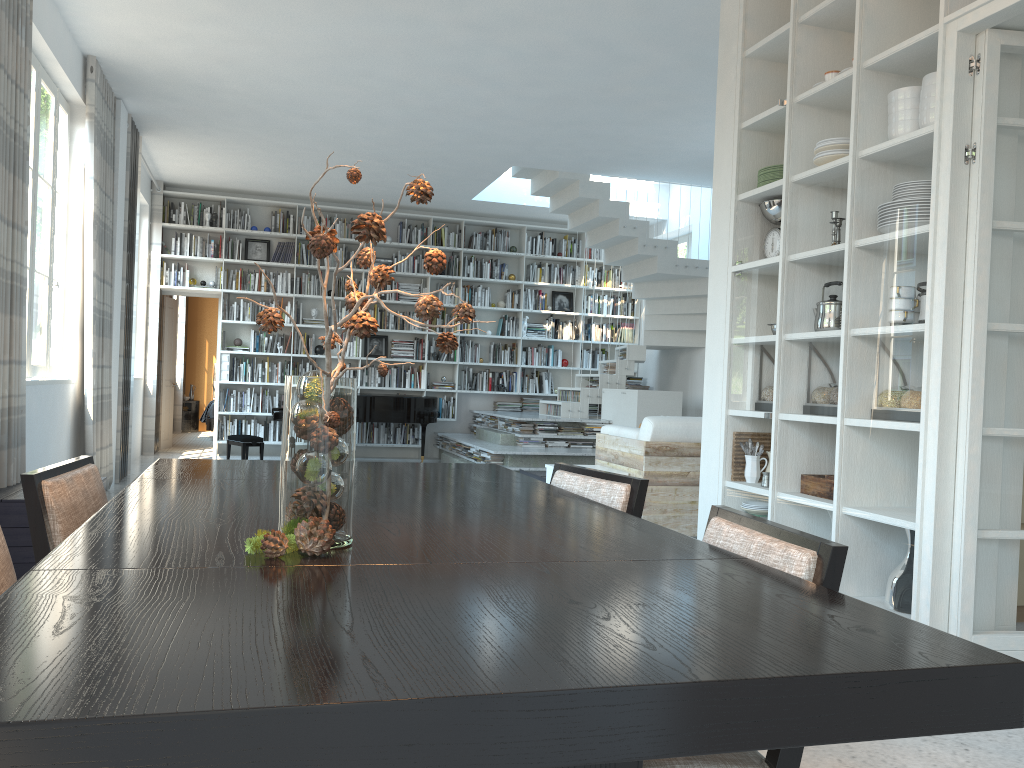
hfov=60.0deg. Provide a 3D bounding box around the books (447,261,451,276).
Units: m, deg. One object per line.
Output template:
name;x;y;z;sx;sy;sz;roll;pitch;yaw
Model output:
books;-0.832;-1.503;11.631;0.019;0.214;0.156;2;0;-16

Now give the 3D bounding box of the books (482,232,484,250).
books;-0.401;-1.873;11.742;0.021;0.256;0.168;2;0;-16

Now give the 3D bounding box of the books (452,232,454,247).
books;-0.790;-1.867;11.611;0.031;0.213;0.169;2;0;-16

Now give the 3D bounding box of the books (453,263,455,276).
books;-0.772;-1.499;11.642;0.013;0.210;0.140;2;0;-16

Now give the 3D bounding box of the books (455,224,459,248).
books;-0.730;-1.923;11.658;0.012;0.330;0.128;2;1;-16

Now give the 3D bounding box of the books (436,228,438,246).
books;-0.986;-1.899;11.563;0.034;0.261;0.157;2;1;-16

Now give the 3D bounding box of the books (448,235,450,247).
books;-0.840;-1.853;11.600;0.022;0.180;0.173;2;0;-16

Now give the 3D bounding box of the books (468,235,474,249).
books;-0.547;-1.853;11.683;0.046;0.206;0.183;2;0;-16

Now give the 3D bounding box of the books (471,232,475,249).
books;-0.522;-1.871;11.696;0.009;0.244;0.173;2;0;-16

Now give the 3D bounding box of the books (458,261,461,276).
books;-0.706;-1.498;11.636;0.008;0.214;0.223;2;0;-16

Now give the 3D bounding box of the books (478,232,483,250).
books;-0.426;-1.873;11.733;0.030;0.255;0.161;2;0;-16

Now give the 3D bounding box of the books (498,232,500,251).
books;-0.192;-1.873;11.801;0.008;0.275;0.163;2;1;-16

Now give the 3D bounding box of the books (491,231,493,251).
books;-0.288;-1.882;11.781;0.007;0.285;0.159;2;1;-16

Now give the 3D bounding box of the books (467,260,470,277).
books;-0.587;-1.506;11.695;0.026;0.243;0.148;2;1;-16

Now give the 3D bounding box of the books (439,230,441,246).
books;-0.953;-1.884;11.563;0.015;0.234;0.171;2;0;-16

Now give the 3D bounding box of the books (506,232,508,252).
books;-0.093;-1.871;11.814;0.008;0.278;0.180;2;0;-16

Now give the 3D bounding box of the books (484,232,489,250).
books;-0.341;-1.871;11.735;0.028;0.258;0.184;2;0;-16

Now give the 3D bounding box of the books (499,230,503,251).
books;-0.158;-1.888;11.801;0.008;0.307;0.182;2;1;-16

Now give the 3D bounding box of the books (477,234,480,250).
books;-0.454;-1.860;11.726;0.028;0.226;0.163;2;0;-16

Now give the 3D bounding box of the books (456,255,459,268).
books;-0.720;-1.537;11.667;0.005;0.292;0.130;2;1;-16

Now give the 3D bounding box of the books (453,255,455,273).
books;-0.778;-1.538;11.619;0.021;0.288;0.179;2;1;-16

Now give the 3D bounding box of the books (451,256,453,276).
books;-0.803;-1.531;11.619;0.022;0.272;0.181;2;0;-16

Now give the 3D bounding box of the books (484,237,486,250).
books;-0.382;-1.839;11.767;0.031;0.190;0.132;2;0;-16

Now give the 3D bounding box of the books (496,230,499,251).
books;-0.213;-1.886;11.770;0.015;0.299;0.183;2;1;-16

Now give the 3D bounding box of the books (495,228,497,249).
books;-0.228;-1.902;11.782;0.007;0.329;0.183;2;1;-16

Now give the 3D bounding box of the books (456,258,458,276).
books;-0.735;-1.516;11.627;0.013;0.248;0.186;2;0;-16

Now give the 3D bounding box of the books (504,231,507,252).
books;-0.104;-1.880;11.817;0.013;0.297;0.188;2;0;-16

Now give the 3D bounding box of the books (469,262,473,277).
books;-0.558;-1.487;11.685;0.026;0.208;0.181;2;0;-16

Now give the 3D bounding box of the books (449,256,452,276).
books;-0.815;-1.531;11.602;0.021;0.272;0.190;2;0;-16

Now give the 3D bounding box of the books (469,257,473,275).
books;-0.543;-1.524;11.706;0.011;0.283;0.173;2;1;-16

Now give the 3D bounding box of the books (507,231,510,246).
books;-0.057;-1.883;11.830;0.006;0.306;0.163;2;1;-16

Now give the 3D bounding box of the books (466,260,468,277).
books;-0.607;-1.505;11.695;0.012;0.239;0.138;2;1;-16

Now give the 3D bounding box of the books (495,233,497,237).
books;-0.237;-1.863;11.782;0.008;0.251;0.170;2;0;-16

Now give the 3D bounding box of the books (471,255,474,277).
books;-0.529;-1.535;11.703;0.014;0.307;0.152;2;1;-16

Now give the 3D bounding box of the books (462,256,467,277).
books;-0.624;-1.529;11.675;0.012;0.285;0.159;2;1;-16

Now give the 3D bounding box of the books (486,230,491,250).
books;-0.322;-1.887;11.764;0.024;0.292;0.167;2;1;-16

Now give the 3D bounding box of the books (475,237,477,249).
books;-0.495;-1.840;11.713;0.009;0.183;0.160;2;0;-16

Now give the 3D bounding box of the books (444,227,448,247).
books;-0.879;-1.902;11.608;0.030;0.274;0.151;2;1;-16

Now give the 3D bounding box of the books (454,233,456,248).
books;-0.769;-1.861;11.638;0.025;0.203;0.162;2;0;-16

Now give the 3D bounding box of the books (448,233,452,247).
books;-0.818;-1.863;11.607;0.024;0.202;0.180;2;0;-16

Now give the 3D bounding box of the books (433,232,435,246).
books;-1.033;-1.867;11.559;0.015;0.192;0.160;2;0;-16

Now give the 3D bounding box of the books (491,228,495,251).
books;-0.260;-1.895;11.775;0.006;0.312;0.179;2;1;-16

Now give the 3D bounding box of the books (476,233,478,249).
books;-0.480;-1.862;11.704;0.013;0.229;0.174;2;0;-16

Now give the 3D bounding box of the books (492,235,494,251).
books;-0.272;-1.854;11.767;0.018;0.231;0.160;2;0;-16

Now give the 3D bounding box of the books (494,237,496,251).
books;-0.246;-1.838;11.764;0.018;0.201;0.188;2;0;-16

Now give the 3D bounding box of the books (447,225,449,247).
books;-0.854;-1.912;11.597;0.010;0.297;0.167;2;1;-16

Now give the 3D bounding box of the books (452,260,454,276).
books;-0.795;-1.503;11.638;0.024;0.217;0.168;2;0;-16

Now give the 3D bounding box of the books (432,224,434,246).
books;-1.039;-1.920;11.549;0.007;0.298;0.181;2;1;-16

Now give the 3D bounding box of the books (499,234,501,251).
books;-0.177;-1.861;11.805;0.024;0.252;0.149;2;1;-16

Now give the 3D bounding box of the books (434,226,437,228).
books;-1.008;-1.909;11.566;0.007;0.279;0.150;2;1;-16

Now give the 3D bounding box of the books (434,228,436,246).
books;-1.014;-1.890;11.537;0.007;0.239;0.191;2;0;-16

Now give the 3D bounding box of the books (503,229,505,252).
books;-0.128;-1.894;11.839;0.008;0.321;0.133;2;1;-16

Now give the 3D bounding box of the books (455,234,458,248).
books;-0.745;-1.856;11.638;0.022;0.194;0.181;2;0;-16

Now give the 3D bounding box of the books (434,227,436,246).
books;-1.011;-1.900;11.554;0.006;0.260;0.166;2;0;-16

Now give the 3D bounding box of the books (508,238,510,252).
books;-0.068;-1.835;11.826;0.014;0.209;0.188;2;0;-16

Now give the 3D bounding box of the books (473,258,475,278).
books;-0.518;-1.516;11.706;0.010;0.268;0.166;2;1;-16

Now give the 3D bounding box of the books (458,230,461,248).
books;-0.703;-1.883;11.633;0.029;0.253;0.186;2;0;-16

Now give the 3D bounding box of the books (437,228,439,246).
books;-0.968;-1.899;11.576;0.008;0.262;0.142;2;1;-16

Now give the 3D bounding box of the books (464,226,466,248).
books;-0.641;-1.906;11.650;0.019;0.304;0.176;2;1;-16

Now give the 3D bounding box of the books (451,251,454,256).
books;-0.798;-1.564;11.635;0.025;0.339;0.142;2;1;-16
